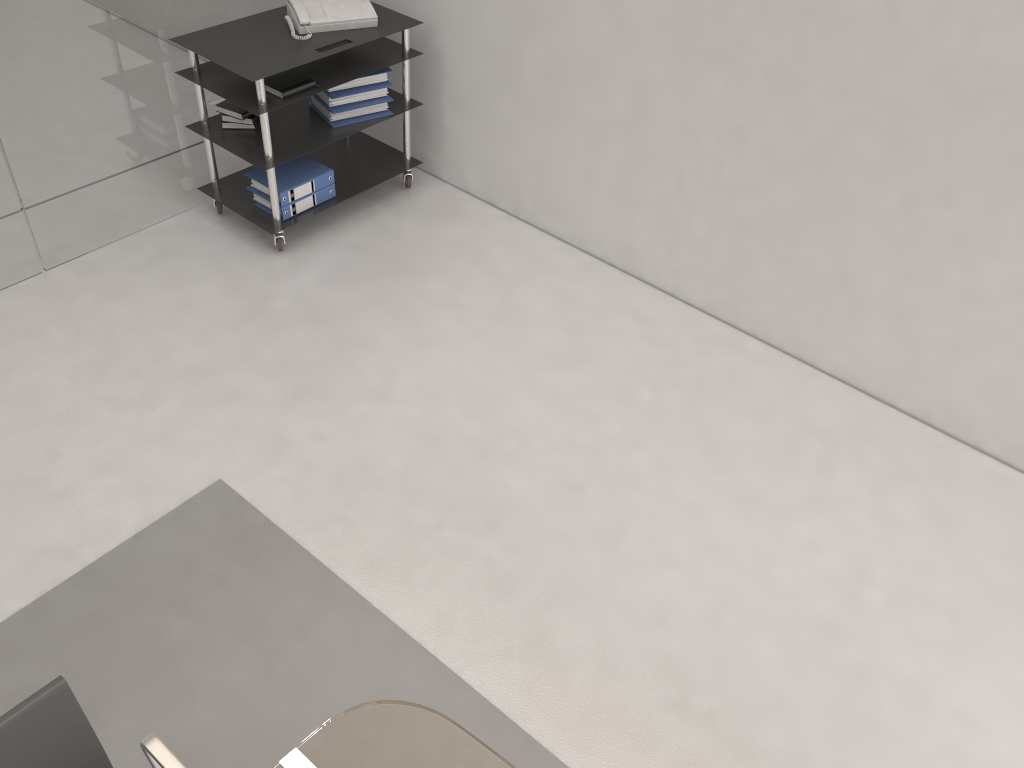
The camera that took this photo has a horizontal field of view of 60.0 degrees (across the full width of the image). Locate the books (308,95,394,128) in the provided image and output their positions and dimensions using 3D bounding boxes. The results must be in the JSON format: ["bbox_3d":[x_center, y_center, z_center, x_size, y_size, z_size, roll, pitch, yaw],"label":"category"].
[{"bbox_3d":[-0.776,-1.357,4.276,0.320,0.077,0.262,-23,49,-28],"label":"books"}]

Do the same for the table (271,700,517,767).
[{"bbox_3d":[-0.742,1.887,0.900,1.372,0.721,3.054,31,48,26],"label":"table"}]

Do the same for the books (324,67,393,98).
[{"bbox_3d":[-0.764,-1.463,4.177,0.320,0.077,0.262,-23,49,-28],"label":"books"}]

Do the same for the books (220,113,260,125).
[{"bbox_3d":[-1.238,-1.260,4.102,0.164,0.032,0.183,9,42,4],"label":"books"}]

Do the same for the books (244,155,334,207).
[{"bbox_3d":[-1.052,-0.972,4.198,0.263,0.077,0.320,31,48,26],"label":"books"}]

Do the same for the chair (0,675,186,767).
[{"bbox_3d":[-0.792,1.090,1.718,0.710,0.805,0.731,19,44,14],"label":"chair"}]

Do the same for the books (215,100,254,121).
[{"bbox_3d":[-1.237,-1.277,4.074,0.164,0.032,0.183,23,45,18],"label":"books"}]

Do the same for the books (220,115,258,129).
[{"bbox_3d":[-1.264,-1.244,4.131,0.164,0.032,0.183,-1,43,-8],"label":"books"}]

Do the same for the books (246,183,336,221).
[{"bbox_3d":[-1.056,-0.917,4.246,0.263,0.077,0.320,31,48,26],"label":"books"}]

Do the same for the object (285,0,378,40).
[{"bbox_3d":[-0.842,-1.771,3.981,0.405,0.280,0.399,-15,46,-21],"label":"object"}]

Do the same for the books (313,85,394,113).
[{"bbox_3d":[-0.770,-1.410,4.227,0.320,0.077,0.262,-23,49,-28],"label":"books"}]

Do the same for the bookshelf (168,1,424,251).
[{"bbox_3d":[-0.971,-1.265,4.254,0.567,0.855,0.985,31,48,26],"label":"bookshelf"}]

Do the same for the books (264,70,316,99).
[{"bbox_3d":[-0.976,-1.299,3.846,0.164,0.032,0.183,30,48,25],"label":"books"}]
